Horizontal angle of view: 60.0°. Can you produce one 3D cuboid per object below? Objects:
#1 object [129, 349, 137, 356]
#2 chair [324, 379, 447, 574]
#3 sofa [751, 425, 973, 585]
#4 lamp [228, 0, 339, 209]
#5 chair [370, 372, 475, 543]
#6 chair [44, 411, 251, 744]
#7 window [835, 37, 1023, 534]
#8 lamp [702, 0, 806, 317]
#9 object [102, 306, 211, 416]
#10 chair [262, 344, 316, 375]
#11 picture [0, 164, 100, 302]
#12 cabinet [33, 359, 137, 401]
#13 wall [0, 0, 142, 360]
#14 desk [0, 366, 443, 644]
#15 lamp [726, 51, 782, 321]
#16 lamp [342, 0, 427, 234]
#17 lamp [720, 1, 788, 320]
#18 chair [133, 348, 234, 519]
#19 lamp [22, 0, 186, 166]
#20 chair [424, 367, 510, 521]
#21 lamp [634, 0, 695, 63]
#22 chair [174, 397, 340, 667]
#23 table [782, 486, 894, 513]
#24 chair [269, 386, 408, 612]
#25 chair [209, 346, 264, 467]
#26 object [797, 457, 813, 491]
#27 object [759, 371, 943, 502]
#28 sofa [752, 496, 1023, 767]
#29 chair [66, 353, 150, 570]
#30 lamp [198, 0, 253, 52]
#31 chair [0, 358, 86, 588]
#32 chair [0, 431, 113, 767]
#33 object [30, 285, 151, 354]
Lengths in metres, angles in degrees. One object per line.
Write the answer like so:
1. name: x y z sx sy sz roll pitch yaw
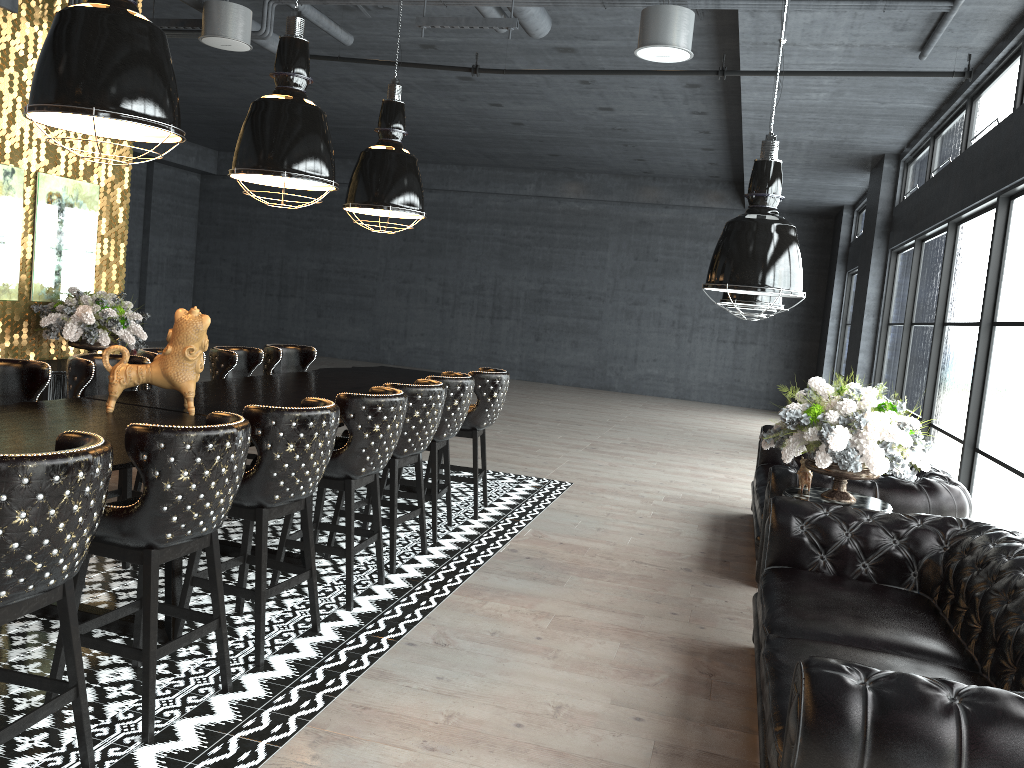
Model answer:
1. object: -3.447 -0.271 8.048 0.173 0.164 0.082 10 6 39
2. chair: -0.721 0.513 5.304 0.568 1.091 0.504 7 5 18
3. sofa: 2.389 0.847 6.405 1.240 0.837 2.567 7 5 14
4. lamp: -1.215 -2.164 5.027 0.621 2.301 0.622 3 5 -30
5. chair: -0.581 0.463 5.993 0.568 1.091 0.504 6 5 8
6. chair: -1.284 0.650 3.238 0.568 1.091 0.504 7 5 17
7. window: 3.056 -0.426 5.200 0.120 3.726 20.807 7 5 14
8. lamp: 1.034 -1.339 3.371 0.391 2.159 0.391 3 5 -30
9. object: -1.731 -0.123 4.312 0.475 0.545 0.249 4 5 -23
10. chair: -1.733 0.250 7.077 0.568 1.091 0.504 8 5 23
11. picture: -4.003 -1.223 7.330 0.022 1.072 1.575 7 5 14
12. cabinet: -3.726 0.194 7.627 0.710 0.737 1.386 7 5 14
13. wall: -3.985 -1.614 7.324 0.024 4.379 2.446 7 5 14
14. desk: -1.681 0.598 4.391 1.434 0.926 7.599 7 5 14
15. lamp: 1.979 -1.571 6.905 0.391 2.152 0.391 3 5 -30
16. lamp: -0.839 -2.258 6.436 0.621 2.301 0.622 3 5 -30
17. lamp: 1.596 -1.479 5.472 0.391 2.159 0.391 3 5 -30
18. chair: -2.141 0.337 5.703 0.568 1.091 0.504 7 5 16
19. lamp: -1.592 -2.071 3.619 0.621 2.301 0.622 3 5 -30
20. chair: -0.345 0.421 6.687 0.568 1.091 0.504 6 5 7
21. lamp: 1.028 -2.632 5.688 0.381 1.029 0.380 6 5 4
22. chair: -1.090 0.605 3.921 0.568 1.091 0.504 7 5 19
23. table: 1.748 0.984 4.891 0.572 0.726 0.573 4 5 -22
24. chair: -0.873 0.560 4.635 0.568 1.091 0.504 7 5 12
25. chair: -1.912 0.297 6.382 0.568 1.091 0.504 6 5 7
26. object: 1.662 0.511 5.037 0.086 0.183 0.136 7 5 21
27. object: 1.802 0.297 4.809 0.875 0.662 0.848 1 7 -45
28. sofa: 1.544 1.058 3.248 1.240 0.837 2.567 7 5 14
29. chair: -2.204 0.400 4.964 0.568 1.091 0.504 7 5 16
30. lamp: -2.060 -3.016 6.493 0.382 1.044 0.380 8 5 25
31. chair: -2.420 0.446 4.235 0.568 1.091 0.504 8 5 23
32. chair: -1.494 0.691 2.566 0.568 1.091 0.504 7 5 11
33. object: -3.622 -0.503 7.635 0.875 0.662 0.848 1 7 -45
